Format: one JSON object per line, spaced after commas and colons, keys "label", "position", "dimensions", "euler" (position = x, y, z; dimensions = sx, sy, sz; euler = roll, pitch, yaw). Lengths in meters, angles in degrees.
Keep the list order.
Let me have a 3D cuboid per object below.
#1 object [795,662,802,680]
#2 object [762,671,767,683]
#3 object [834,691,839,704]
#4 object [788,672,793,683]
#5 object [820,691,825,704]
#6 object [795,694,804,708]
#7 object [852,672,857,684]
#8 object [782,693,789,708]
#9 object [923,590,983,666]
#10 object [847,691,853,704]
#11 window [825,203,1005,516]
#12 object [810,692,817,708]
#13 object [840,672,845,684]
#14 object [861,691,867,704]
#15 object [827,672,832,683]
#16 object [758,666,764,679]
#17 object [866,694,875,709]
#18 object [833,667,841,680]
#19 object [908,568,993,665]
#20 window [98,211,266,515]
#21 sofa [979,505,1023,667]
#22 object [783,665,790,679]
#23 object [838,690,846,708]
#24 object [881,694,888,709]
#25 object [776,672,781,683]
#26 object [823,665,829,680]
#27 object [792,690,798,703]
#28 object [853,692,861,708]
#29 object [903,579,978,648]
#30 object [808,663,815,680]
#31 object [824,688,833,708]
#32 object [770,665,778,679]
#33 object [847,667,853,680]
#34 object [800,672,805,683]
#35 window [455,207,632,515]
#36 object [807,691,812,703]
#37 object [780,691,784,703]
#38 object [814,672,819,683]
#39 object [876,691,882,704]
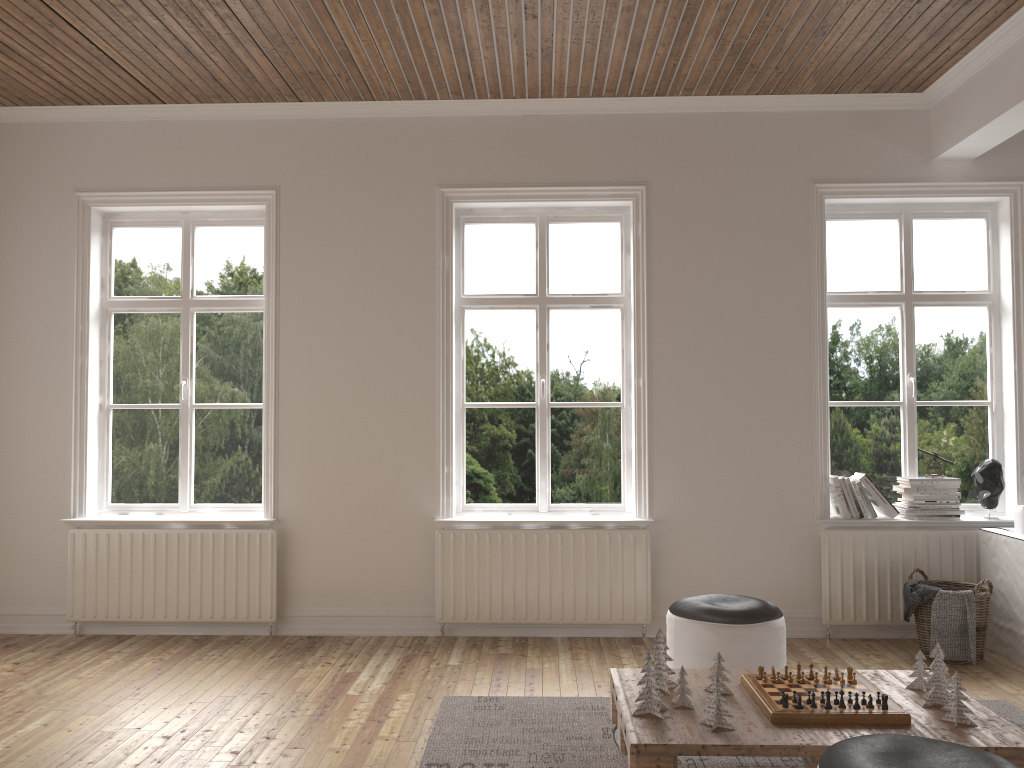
{"label": "object", "position": [1.003, 1.001, 3.102], "dimensions": [0.025, 0.058, 0.025], "euler": [2, -3, -43]}
{"label": "object", "position": [0.872, 1.011, 3.060], "dimensions": [0.017, 0.037, 0.017], "euler": [-1, -2, 21]}
{"label": "object", "position": [1.038, 1.001, 2.838], "dimensions": [0.017, 0.037, 0.017], "euler": [-1, -2, 21]}
{"label": "object", "position": [0.960, 1.010, 3.059], "dimensions": [0.017, 0.037, 0.017], "euler": [-1, -2, 21]}
{"label": "object", "position": [0.994, 1.001, 2.838], "dimensions": [0.017, 0.037, 0.017], "euler": [-1, -2, 21]}
{"label": "object", "position": [0.907, 0.997, 2.799], "dimensions": [0.026, 0.044, 0.026], "euler": [2, -3, -43]}
{"label": "object", "position": [1.177, 1.009, 3.050], "dimensions": [0.017, 0.037, 0.017], "euler": [-1, -2, 21]}
{"label": "object", "position": [0.862, 0.999, 2.797], "dimensions": [0.019, 0.040, 0.019], "euler": [0, -2, -2]}
{"label": "object", "position": [2.256, 1.213, 4.570], "dimensions": [0.290, 0.356, 0.349], "euler": [-1, -3, 31]}
{"label": "object", "position": [1.081, 1.001, 2.836], "dimensions": [0.017, 0.037, 0.017], "euler": [-1, -2, 21]}
{"label": "window", "position": [2.352, -0.138, 5.233], "dimensions": [1.055, 1.872, 0.120], "euler": [0, -2, 2]}
{"label": "object", "position": [0.950, 0.995, 2.796], "dimensions": [0.022, 0.047, 0.022], "euler": [1, -3, -30]}
{"label": "object", "position": [1.136, 1.009, 3.050], "dimensions": [0.017, 0.037, 0.017], "euler": [-1, -2, 21]}
{"label": "object", "position": [1.125, 1.001, 2.835], "dimensions": [0.017, 0.037, 0.017], "euler": [-1, -2, 21]}
{"label": "object", "position": [1.093, 1.010, 3.052], "dimensions": [0.017, 0.037, 0.017], "euler": [-1, -2, 21]}
{"label": "object", "position": [0.873, 1.011, 3.106], "dimensions": [0.019, 0.040, 0.019], "euler": [0, -2, -2]}
{"label": "object", "position": [1.127, 0.996, 2.792], "dimensions": [0.026, 0.044, 0.026], "euler": [2, -3, -43]}
{"label": "object", "position": [1.135, 1.008, 3.097], "dimensions": [0.026, 0.044, 0.026], "euler": [2, -3, -43]}
{"label": "object", "position": [2.278, 1.203, 4.609], "dimensions": [0.393, 0.432, 0.393], "euler": [-1, -2, 24]}
{"label": "window", "position": [-1.984, -0.118, 5.378], "dimensions": [1.055, 1.872, 0.120], "euler": [0, -2, 2]}
{"label": "sofa", "position": [3.519, 1.017, 4.413], "dimensions": [1.960, 0.776, 0.866], "euler": [0, -2, 2]}
{"label": "object", "position": [0.960, 1.007, 3.103], "dimensions": [0.022, 0.047, 0.022], "euler": [-2, -3, 34]}
{"label": "object", "position": [1.039, 0.990, 2.793], "dimensions": [0.025, 0.055, 0.025], "euler": [-2, -3, 34]}
{"label": "object", "position": [1.172, 0.997, 2.788], "dimensions": [0.019, 0.040, 0.019], "euler": [-2, -3, 36]}
{"label": "object", "position": [0.919, 1.011, 3.059], "dimensions": [0.017, 0.037, 0.017], "euler": [-1, -2, 21]}
{"label": "object", "position": [1.096, 1.006, 3.098], "dimensions": [0.022, 0.047, 0.022], "euler": [-2, -3, 34]}
{"label": "object", "position": [0.907, 1.002, 2.844], "dimensions": [0.017, 0.037, 0.017], "euler": [-1, -2, 21]}
{"label": "object", "position": [1.085, 0.994, 2.792], "dimensions": [0.022, 0.047, 0.022], "euler": [-2, -3, 34]}
{"label": "object", "position": [2.206, 1.198, 4.601], "dimensions": [0.367, 0.332, 0.303], "euler": [0, -2, -7]}
{"label": "object", "position": [1.047, 1.002, 3.102], "dimensions": [0.025, 0.055, 0.025], "euler": [-2, -3, 34]}
{"label": "object", "position": [0.996, 0.989, 2.794], "dimensions": [0.025, 0.058, 0.025], "euler": [2, -3, -43]}
{"label": "object", "position": [0.916, 1.009, 3.105], "dimensions": [0.026, 0.044, 0.026], "euler": [2, -3, -43]}
{"label": "object", "position": [1.180, 1.009, 3.094], "dimensions": [0.019, 0.040, 0.019], "euler": [-2, -3, 36]}
{"label": "object", "position": [1.003, 1.010, 3.058], "dimensions": [0.017, 0.037, 0.017], "euler": [-1, -2, 21]}
{"label": "window", "position": [0.184, -0.128, 5.306], "dimensions": [1.055, 1.872, 0.120], "euler": [0, -2, 2]}
{"label": "object", "position": [0.953, 1.002, 2.842], "dimensions": [0.017, 0.037, 0.017], "euler": [-1, -2, 21]}
{"label": "object", "position": [0.868, 1.002, 2.843], "dimensions": [0.017, 0.037, 0.017], "euler": [0, -2, -17]}
{"label": "object", "position": [1.049, 1.010, 3.055], "dimensions": [0.017, 0.037, 0.017], "euler": [-1, -2, 21]}
{"label": "object", "position": [1.171, 1.001, 2.832], "dimensions": [0.017, 0.037, 0.017], "euler": [-1, -2, 21]}
